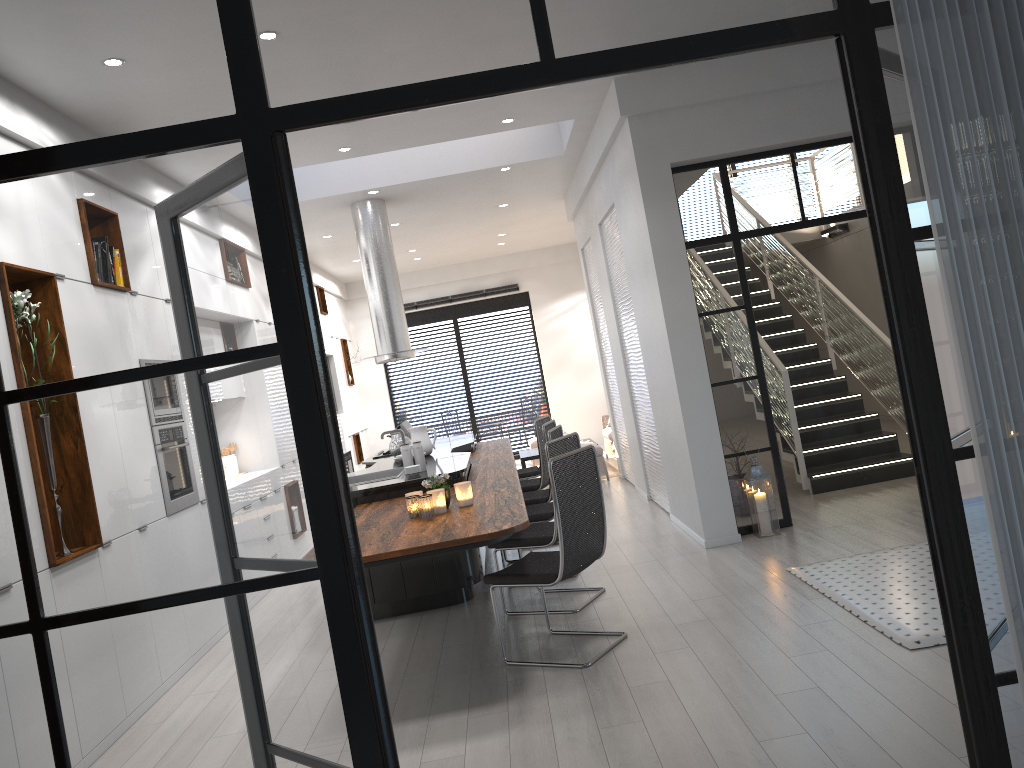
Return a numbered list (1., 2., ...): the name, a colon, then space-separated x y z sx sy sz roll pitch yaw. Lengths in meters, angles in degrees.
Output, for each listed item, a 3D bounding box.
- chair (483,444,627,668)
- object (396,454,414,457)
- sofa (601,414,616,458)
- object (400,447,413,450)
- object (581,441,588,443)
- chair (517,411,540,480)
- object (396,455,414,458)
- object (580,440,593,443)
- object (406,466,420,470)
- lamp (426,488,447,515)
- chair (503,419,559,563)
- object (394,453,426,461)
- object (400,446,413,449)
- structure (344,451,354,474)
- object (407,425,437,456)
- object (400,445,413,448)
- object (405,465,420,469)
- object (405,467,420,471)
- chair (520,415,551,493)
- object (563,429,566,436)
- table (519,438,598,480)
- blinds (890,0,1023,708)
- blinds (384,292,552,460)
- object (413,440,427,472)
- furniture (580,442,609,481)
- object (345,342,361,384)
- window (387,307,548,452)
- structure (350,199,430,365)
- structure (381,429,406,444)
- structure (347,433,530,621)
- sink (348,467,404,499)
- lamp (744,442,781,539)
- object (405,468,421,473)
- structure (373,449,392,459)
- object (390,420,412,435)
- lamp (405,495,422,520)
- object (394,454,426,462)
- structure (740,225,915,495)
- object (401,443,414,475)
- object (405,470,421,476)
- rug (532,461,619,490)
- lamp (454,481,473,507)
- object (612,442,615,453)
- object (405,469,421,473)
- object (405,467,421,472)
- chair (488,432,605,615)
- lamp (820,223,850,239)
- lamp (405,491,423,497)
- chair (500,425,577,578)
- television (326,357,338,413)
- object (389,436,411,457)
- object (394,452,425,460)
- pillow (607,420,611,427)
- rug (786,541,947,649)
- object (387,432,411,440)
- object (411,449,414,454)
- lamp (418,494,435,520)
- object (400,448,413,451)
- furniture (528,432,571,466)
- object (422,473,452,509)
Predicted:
1. chair: 0.179 0.874 4.588 0.535 1.018 0.472 -10 0 34
2. object: -0.836 0.578 7.247 0.229 0.016 0.229 -10 1 -4
3. sofa: 1.725 0.579 11.575 0.898 0.825 2.093 -10 1 -1
4. object: -0.843 0.542 7.247 0.138 0.051 0.138 -11 1 -21
5. object: 0.780 0.809 11.570 0.400 0.010 0.400 -10 1 8
6. chair: 0.083 0.824 8.839 0.537 1.018 0.471 -10 0 -1
7. object: -0.835 0.587 7.247 0.229 0.016 0.229 -10 1 -4
8. object: 0.939 0.768 11.637 0.281 0.032 0.534 -10 1 12
9. object: -0.677 0.578 6.043 0.111 0.023 0.111 -10 1 11
10. lamp: -0.395 0.625 4.695 0.095 0.124 0.095 -10 0 -8
11. chair: 0.132 0.843 7.063 0.536 1.018 0.471 -10 0 14
12. object: -0.831 0.609 7.247 0.263 0.033 0.265 -10 1 35
13. object: -0.844 0.536 7.248 0.138 0.051 0.138 -11 1 -21
14. structure: -2.323 1.220 11.895 0.221 0.516 1.204 -10 1 -1
15. object: -0.764 0.486 7.529 0.211 0.254 0.183 -10 0 33
16. object: -0.845 0.530 7.248 0.138 0.051 0.138 -11 1 -21
17. object: -0.679 0.572 6.043 0.111 0.023 0.111 -10 1 11
18. object: -0.676 0.585 6.043 0.111 0.023 0.111 -10 1 11
19. chair: 0.113 0.833 7.876 0.536 1.018 0.471 -10 0 19
20. object: 0.600 0.818 12.905 0.417 0.355 0.761 -10 1 7
21. table: 0.625 1.017 11.753 1.000 0.350 1.000 -10 1 -1
22. blinds: 1.498 -0.345 1.782 1.301 3.069 0.052 -10 -1 -1
23. blinds: -0.756 0.015 14.855 2.585 2.721 0.358 -10 -1 -1
24. object: -0.649 0.504 6.198 0.070 0.219 0.071 -10 0 25
25. furniture: 0.723 0.961 10.645 0.700 0.460 0.699 -10 0 -6
26. object: -2.513 -0.302 13.508 0.481 0.626 0.314 -10 0 -10
27. window: 1.984 -1.779 15.278 8.567 5.062 0.462 -10 -1 -3
28. structure: -1.285 -1.001 8.764 0.695 1.609 1.043 -10 0 -2
29. structure: -0.844 0.490 6.412 0.177 0.310 0.089 -10 0 -1
30. structure: -0.592 1.049 6.655 1.377 0.887 5.640 -10 1 -1
31. sink: -1.010 0.750 6.432 0.485 0.152 0.738 -10 1 -1
32. lamp: 1.747 0.740 6.278 0.148 0.665 0.157 -10 0 -1
33. object: -0.674 0.597 6.043 0.111 0.023 0.111 -10 1 11
34. structure: -1.073 0.640 8.729 0.502 0.026 0.811 -10 1 -1
35. object: -1.086 0.467 8.728 0.248 0.212 0.257 -10 0 34
36. lamp: -0.513 0.650 4.658 0.078 0.120 0.078 -10 0 -18
37. object: -0.829 0.615 7.247 0.263 0.033 0.265 -10 1 35
38. structure: 3.272 -1.077 9.368 2.394 3.602 5.801 -10 0 -1
39. object: -0.730 0.519 6.188 0.071 0.219 0.070 -10 -1 -37
40. object: -0.672 0.610 6.043 0.111 0.023 0.111 -10 1 11
41. rug: 0.513 1.203 11.804 1.624 0.020 2.519 -10 1 -1
42. lamp: -0.259 0.598 4.813 0.095 0.124 0.096 -10 0 32
43. object: 1.602 0.589 10.941 0.722 0.493 0.711 -10 0 -5
44. object: -0.673 0.604 6.043 0.111 0.023 0.111 -10 1 11
45. object: -0.675 0.591 6.043 0.111 0.023 0.111 -10 1 11
46. chair: 0.171 0.861 5.526 0.535 1.018 0.471 -10 0 29
47. lamp: 4.201 -1.980 11.540 0.152 0.124 0.568 -10 1 -1
48. lamp: -0.517 0.646 4.763 0.095 0.124 0.096 -10 0 16
49. chair: 0.146 0.852 6.344 0.536 1.018 0.471 -10 0 14
50. television: -2.531 0.027 11.906 0.050 0.805 1.187 -10 0 -1
51. object: -0.984 0.562 7.864 0.211 0.174 0.211 -10 0 6
52. object: -0.832 0.603 7.247 0.263 0.033 0.265 -10 1 35
53. pillow: 1.772 0.373 11.619 0.590 0.392 2.027 -10 1 -13
54. rug: 2.773 0.905 4.563 2.276 0.020 1.585 -10 1 -1
55. object: -1.063 0.550 8.730 0.265 0.147 0.253 -10 1 42
56. object: -0.840 0.559 7.247 0.138 0.051 0.138 -11 1 -21
57. lamp: -0.440 0.638 4.594 0.078 0.120 0.078 -10 0 -18
58. object: -0.841 0.553 7.247 0.138 0.051 0.138 -11 1 -21
59. furniture: 0.605 0.945 12.955 0.699 0.460 0.699 -10 0 -1
60. object: -0.398 0.581 4.833 0.151 0.206 0.157 -10 0 16
